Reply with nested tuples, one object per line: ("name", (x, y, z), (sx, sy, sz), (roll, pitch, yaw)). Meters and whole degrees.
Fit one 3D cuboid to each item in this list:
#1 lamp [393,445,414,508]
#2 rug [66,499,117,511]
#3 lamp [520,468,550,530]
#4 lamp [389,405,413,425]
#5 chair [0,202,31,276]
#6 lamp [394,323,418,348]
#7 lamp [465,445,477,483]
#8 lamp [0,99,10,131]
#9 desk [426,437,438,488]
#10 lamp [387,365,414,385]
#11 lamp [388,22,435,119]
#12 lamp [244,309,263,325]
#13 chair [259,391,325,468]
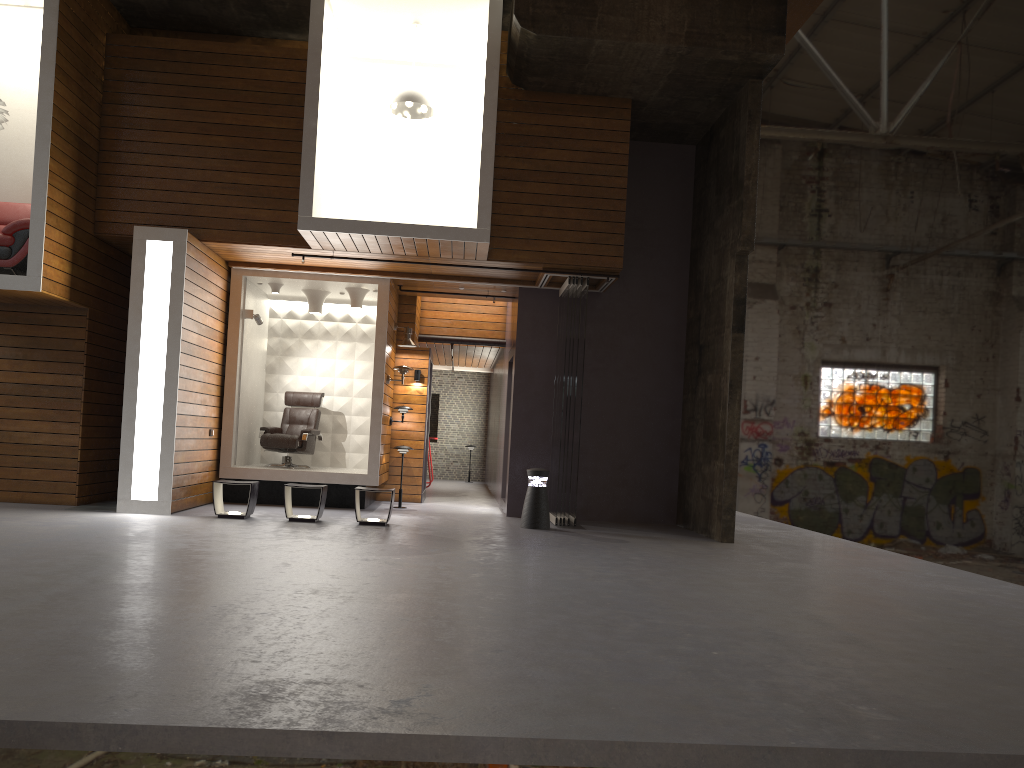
("lamp", (-1.509, 1.262, 12.108), (0.288, 0.862, 0.287), (3, -1, -18))
("rug", (-4.586, 1.403, 10.284), (0.540, 0.014, 1.580), (3, -4, -3))
("lamp", (0.289, 1.329, 10.324), (0.348, 0.695, 0.348), (3, -1, 2))
("lamp", (-1.593, 0.453, 12.777), (0.327, 0.296, 0.288), (3, -2, -3))
("chair", (-5.445, -1.547, 9.376), (1.200, 0.936, 0.954), (3, -2, -3))
("lamp", (-1.514, -0.703, 12.654), (0.346, 0.331, 0.295), (3, -2, -2))
("lamp", (-0.960, 1.820, 20.268), (0.288, 0.862, 0.288), (3, -1, -6))
("lamp", (-5.367, -3.455, 9.031), (0.513, 1.772, 0.487), (4, -1, -40))
("desk", (-1.962, 1.554, 17.826), (0.844, 0.984, 1.719), (3, -3, -3))
("lamp", (-1.497, -0.121, 11.899), (0.351, 0.271, 0.288), (3, -2, -3))
("lamp", (-1.103, -3.574, 9.996), (0.530, 0.986, 0.531), (3, -1, 9))
("lamp", (-3.339, -0.864, 11.483), (0.249, 0.188, 0.129), (5, -2, -35))
("chair", (-3.057, 0.621, 12.324), (0.755, 1.070, 0.826), (3, -2, 12))
